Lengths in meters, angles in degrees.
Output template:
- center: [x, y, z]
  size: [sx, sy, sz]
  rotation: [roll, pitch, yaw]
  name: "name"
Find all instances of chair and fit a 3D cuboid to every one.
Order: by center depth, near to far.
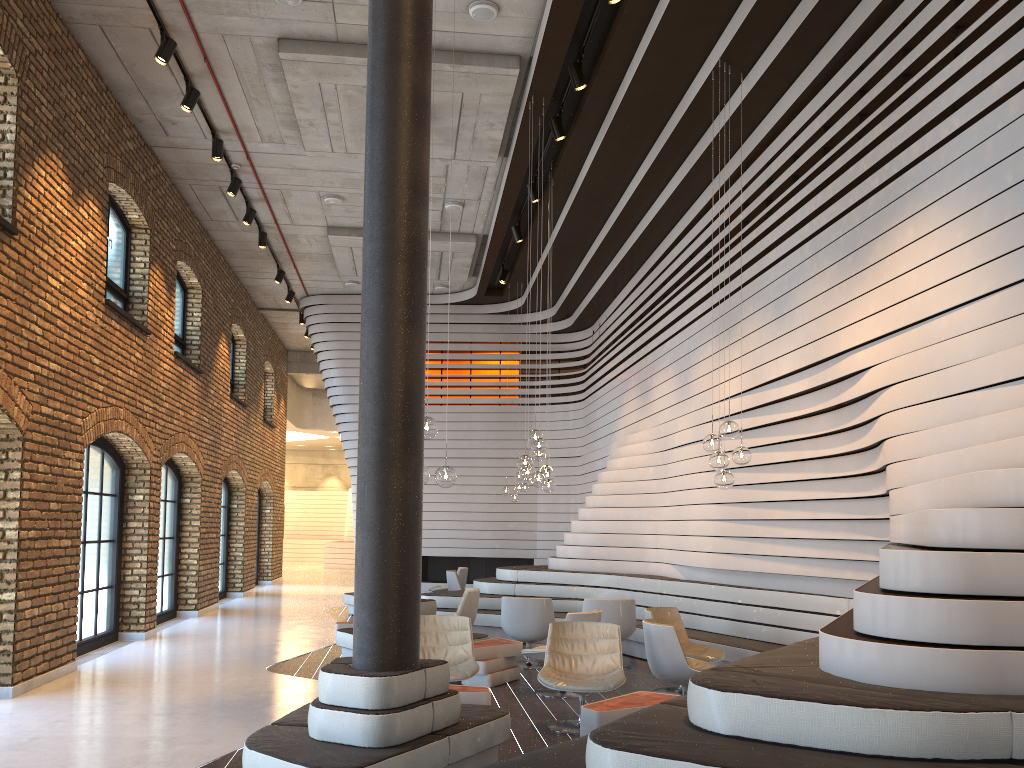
- center: [0.537, 2.227, 6.716]
  size: [0.658, 0.760, 0.716]
  rotation: [0, -6, 10]
  name: "chair"
- center: [-0.595, 2.263, 7.044]
  size: [0.656, 0.760, 0.718]
  rotation: [1, -6, -6]
  name: "chair"
- center: [1.420, 2.317, 7.184]
  size: [0.709, 0.761, 0.663]
  rotation: [2, -6, -7]
  name: "chair"
- center: [0.467, 2.456, 8.127]
  size: [0.716, 0.761, 0.658]
  rotation: [-3, -7, 33]
  name: "chair"
- center: [1.591, 2.484, 8.194]
  size: [0.716, 0.760, 0.657]
  rotation: [-4, -7, 38]
  name: "chair"
- center: [0.195, 2.707, 9.696]
  size: [0.658, 0.760, 0.715]
  rotation: [-1, -6, 14]
  name: "chair"
- center: [1.047, 2.722, 9.702]
  size: [0.656, 0.760, 0.717]
  rotation: [1, -6, 1]
  name: "chair"
- center: [-0.741, 2.828, 10.526]
  size: [0.710, 0.761, 0.663]
  rotation: [1, -6, -3]
  name: "chair"
- center: [-0.769, 3.549, 14.956]
  size: [0.710, 0.761, 0.663]
  rotation: [1, -6, -2]
  name: "chair"
- center: [-1.158, 3.720, 16.047]
  size: [0.710, 0.761, 0.663]
  rotation: [1, -6, -4]
  name: "chair"

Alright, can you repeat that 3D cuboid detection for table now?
- center: [0.799, 2.293, 5.880]
  size: [0.904, 0.367, 0.418]
  rotation: [6, -9, -34]
  name: "table"
- center: [-0.612, 2.331, 6.245]
  size: [0.905, 0.368, 0.418]
  rotation: [1, -7, -4]
  name: "table"
- center: [-0.206, 2.720, 8.596]
  size: [0.416, 0.367, 0.909]
  rotation: [-3, -9, 30]
  name: "table"
- center: [-1.636, 2.993, 10.408]
  size: [0.904, 0.368, 0.418]
  rotation: [3, -7, -14]
  name: "table"
- center: [0.529, 3.050, 10.554]
  size: [0.911, 0.368, 0.415]
  rotation: [-3, -8, 26]
  name: "table"

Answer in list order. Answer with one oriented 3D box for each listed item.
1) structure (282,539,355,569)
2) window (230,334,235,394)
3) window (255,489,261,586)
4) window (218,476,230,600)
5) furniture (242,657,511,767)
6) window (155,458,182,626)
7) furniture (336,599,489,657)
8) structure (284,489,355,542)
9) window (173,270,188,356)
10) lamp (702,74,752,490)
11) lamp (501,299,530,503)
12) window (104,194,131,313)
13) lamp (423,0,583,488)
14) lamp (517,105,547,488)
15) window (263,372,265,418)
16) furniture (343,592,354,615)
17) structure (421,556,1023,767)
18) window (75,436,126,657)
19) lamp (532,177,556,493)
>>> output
- center: [-6.526, 6.357, 33.154]
  size: [2.546, 0.890, 7.589]
  rotation: [6, -10, -28]
  name: "structure"
- center: [-5.532, -0.411, 16.943]
  size: [0.125, 1.440, 1.588]
  rotation: [1, -6, -7]
  name: "window"
- center: [-6.804, 3.672, 21.688]
  size: [2.083, 2.513, 4.649]
  rotation: [6, -9, -42]
  name: "window"
- center: [-5.680, 2.886, 16.752]
  size: [0.130, 2.516, 2.380]
  rotation: [1, -6, -7]
  name: "window"
- center: [-0.912, 1.975, 5.161]
  size: [1.283, 0.716, 1.779]
  rotation: [-3, -9, 29]
  name: "furniture"
- center: [-8.097, 2.962, 17.450]
  size: [2.182, 2.509, 13.009]
  rotation: [5, -10, -36]
  name: "window"
- center: [-0.980, 2.670, 9.436]
  size: [1.273, 0.716, 1.792]
  rotation: [6, -10, -35]
  name: "furniture"
- center: [-6.986, 5.739, 35.461]
  size: [4.527, 2.842, 5.883]
  rotation: [2, -8, -6]
  name: "structure"
- center: [-5.064, -1.037, 13.054]
  size: [0.125, 1.440, 1.588]
  rotation: [1, -6, -7]
  name: "window"
- center: [1.848, -1.418, 7.734]
  size: [0.531, 4.680, 0.336]
  rotation: [4, -4, -45]
  name: "lamp"
- center: [0.102, -0.184, 15.936]
  size: [0.546, 4.641, 0.294]
  rotation: [0, -3, 19]
  name: "lamp"
- center: [-4.724, -1.492, 10.227]
  size: [0.125, 1.440, 1.588]
  rotation: [1, -6, -7]
  name: "window"
- center: [1.431, -2.353, 1.412]
  size: [9.022, 4.575, 42.411]
  rotation: [2, -9, -7]
  name: "lamp"
- center: [0.240, -1.282, 9.238]
  size: [0.309, 4.707, 0.666]
  rotation: [1, -3, 2]
  name: "lamp"
- center: [-5.985, 0.195, 20.710]
  size: [0.125, 1.440, 1.588]
  rotation: [1, -6, -7]
  name: "window"
- center: [-2.162, 3.507, 14.690]
  size: [1.272, 0.716, 1.794]
  rotation: [2, -9, -11]
  name: "furniture"
- center: [1.059, 2.826, 10.836]
  size: [5.763, 0.920, 18.433]
  rotation: [2, -9, -10]
  name: "structure"
- center: [-4.873, 1.805, 10.036]
  size: [0.130, 2.516, 2.380]
  rotation: [1, -6, -7]
  name: "window"
- center: [0.437, -0.957, 11.160]
  size: [0.293, 4.641, 0.549]
  rotation: [1, -3, -11]
  name: "lamp"
